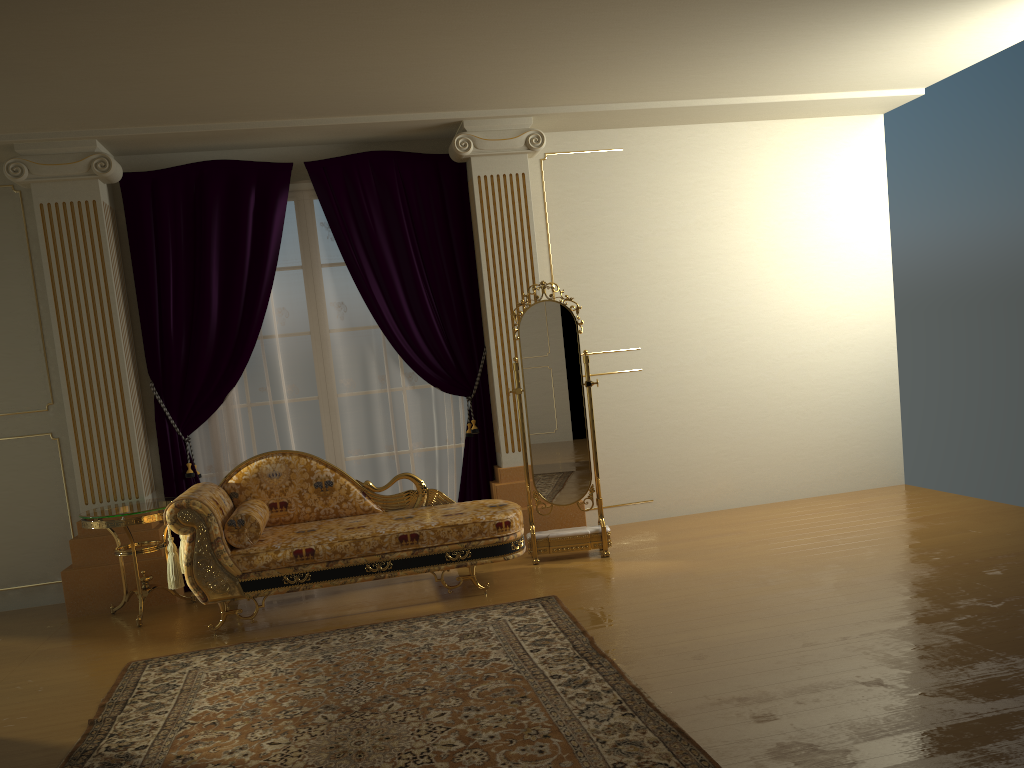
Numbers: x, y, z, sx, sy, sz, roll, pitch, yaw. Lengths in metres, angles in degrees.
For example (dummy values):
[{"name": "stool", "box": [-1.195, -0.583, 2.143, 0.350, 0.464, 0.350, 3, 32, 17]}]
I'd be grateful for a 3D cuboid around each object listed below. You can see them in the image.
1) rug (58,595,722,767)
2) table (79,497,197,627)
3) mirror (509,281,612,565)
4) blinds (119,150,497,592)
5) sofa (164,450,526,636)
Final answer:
[{"name": "rug", "box": [-0.507, 1.228, 2.931, 2.114, 0.017, 3.069, -6, 2, -11]}, {"name": "table", "box": [-2.123, 1.018, 5.076, 0.572, 0.647, 0.567, -3, 5, 34]}, {"name": "mirror", "box": [0.272, 0.226, 5.384, 0.541, 1.710, 0.241, -6, 6, -1]}, {"name": "blinds", "box": [-1.222, -0.108, 5.739, 2.232, 2.669, 0.337, -7, 6, -10]}, {"name": "sofa", "box": [-0.878, 0.777, 4.896, 1.890, 0.876, 0.691, -6, 4, -11]}]
